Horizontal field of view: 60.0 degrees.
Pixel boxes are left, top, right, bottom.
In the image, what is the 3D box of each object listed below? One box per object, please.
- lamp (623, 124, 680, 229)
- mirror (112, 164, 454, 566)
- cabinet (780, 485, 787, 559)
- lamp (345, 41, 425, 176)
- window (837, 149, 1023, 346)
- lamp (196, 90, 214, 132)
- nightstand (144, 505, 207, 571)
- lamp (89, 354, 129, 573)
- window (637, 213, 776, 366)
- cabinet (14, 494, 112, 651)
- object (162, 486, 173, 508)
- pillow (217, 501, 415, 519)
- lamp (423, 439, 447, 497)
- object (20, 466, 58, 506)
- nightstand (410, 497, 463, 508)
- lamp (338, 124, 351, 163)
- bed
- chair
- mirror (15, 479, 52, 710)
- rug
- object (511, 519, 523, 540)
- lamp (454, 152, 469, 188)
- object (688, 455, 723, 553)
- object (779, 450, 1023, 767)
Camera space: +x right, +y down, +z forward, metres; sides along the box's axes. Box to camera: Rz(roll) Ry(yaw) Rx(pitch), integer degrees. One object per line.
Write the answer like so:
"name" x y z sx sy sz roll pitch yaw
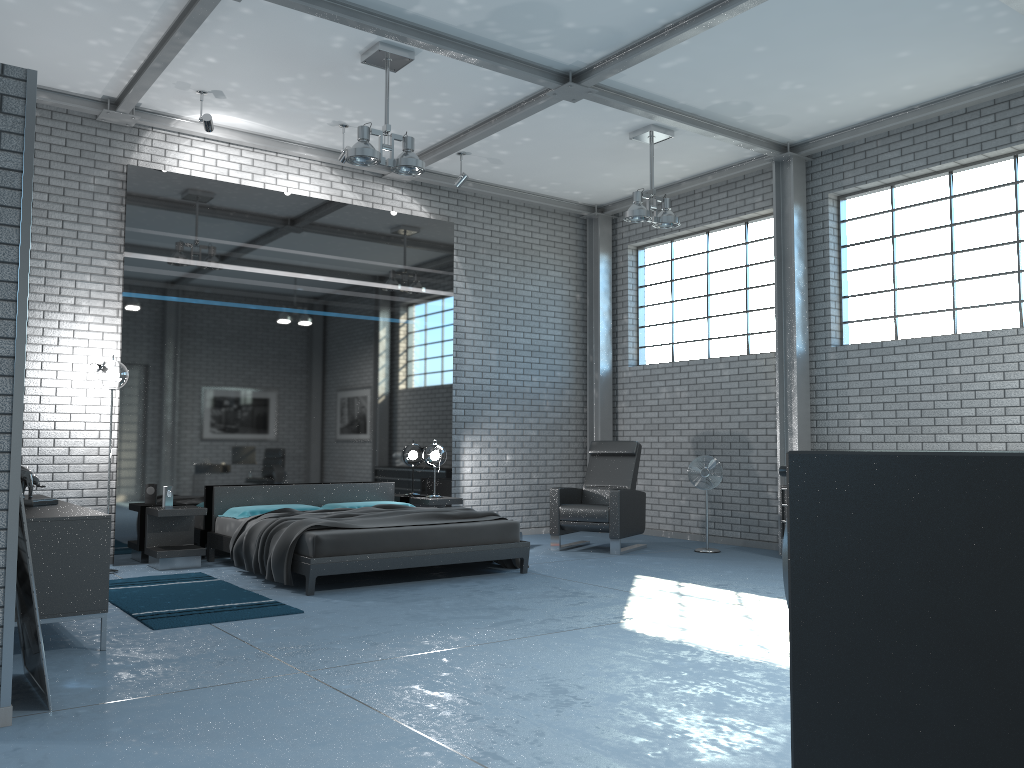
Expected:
"lamp" 1.314 -1.945 8.335 0.639 0.872 0.300 3 -5 -36
"mirror" -2.033 -0.114 8.706 3.400 3.500 0.050 3 -5 -36
"cabinet" 3.371 1.239 7.510 0.510 0.682 2.250 3 -5 -36
"lamp" -0.944 -2.067 6.684 0.639 0.872 0.300 3 -5 -36
"window" 3.887 -1.153 7.811 0.100 1.500 2.200 3 -5 -36
"lamp" -2.595 -2.300 7.493 0.137 0.311 0.166 1 -4 -11
"nightstand" -2.879 1.309 7.586 0.400 0.501 0.400 3 -5 -36
"lamp" -3.299 0.641 7.261 0.259 1.773 0.250 0 -4 9
"window" 2.231 -1.005 10.064 0.100 1.500 2.200 3 -5 -36
"cabinet" -2.921 1.059 5.269 0.510 0.682 2.250 3 -5 -36
"object" -2.944 0.966 7.592 0.032 0.184 0.100 -1 -4 22
"pillow" -1.764 1.170 8.256 1.810 0.115 0.567 3 -5 -36
"lamp" -0.801 0.875 9.232 0.259 0.596 0.250 2 -4 -28
"object" -2.919 0.599 5.282 0.369 0.237 0.221 -1 -4 19
"nightstand" -0.782 1.423 9.120 0.400 0.501 0.400 3 -5 -36
"lamp" -1.568 -2.233 8.258 0.167 0.332 0.137 -4 -5 44
"bed" -1.222 1.244 7.646 2.290 0.674 2.261 3 -5 -36
"chair" 0.922 1.129 9.091 0.763 1.099 0.940 -2 -4 29
"mirror" -2.071 0.810 3.744 0.165 0.978 0.674 3 -5 -36
"rug" -2.266 1.457 6.083 0.886 0.012 2.060 3 -5 -36
"object" -0.053 1.548 9.151 0.236 0.271 0.352 -1 -4 18
"lamp" -0.529 -2.171 9.019 0.161 0.343 0.137 -1 -4 24
"object" 1.940 1.187 8.828 0.342 0.954 0.258 -1 -4 19
"object" 0.326 0.567 0.560 0.254 1.045 0.159 -4 -5 44
